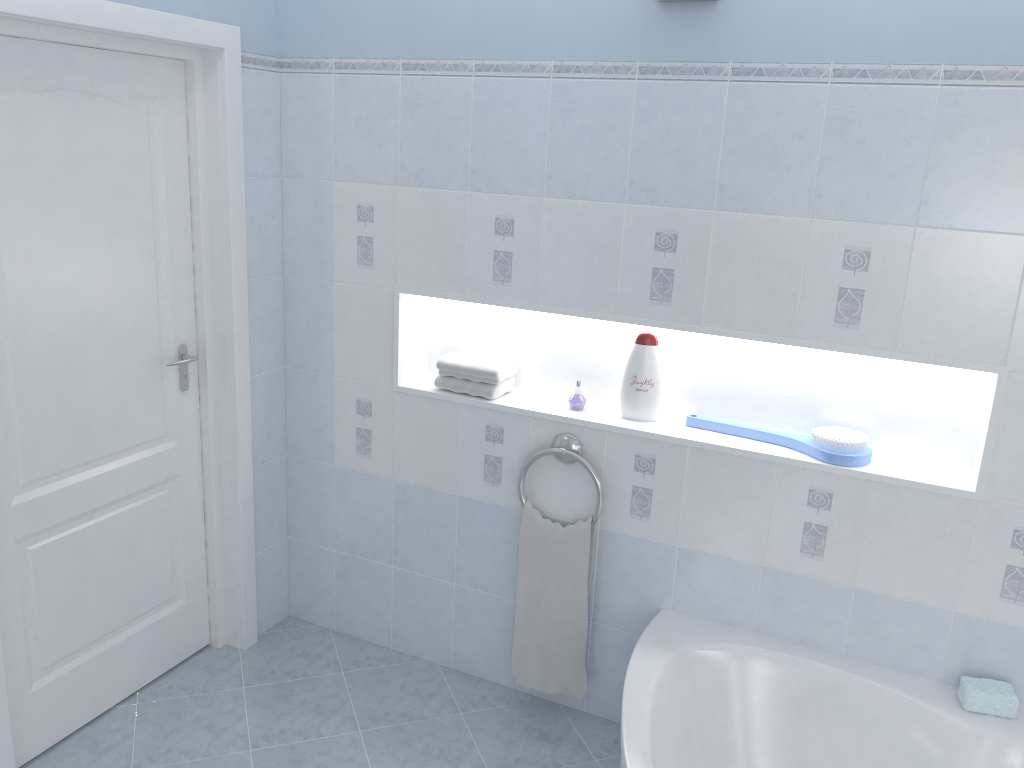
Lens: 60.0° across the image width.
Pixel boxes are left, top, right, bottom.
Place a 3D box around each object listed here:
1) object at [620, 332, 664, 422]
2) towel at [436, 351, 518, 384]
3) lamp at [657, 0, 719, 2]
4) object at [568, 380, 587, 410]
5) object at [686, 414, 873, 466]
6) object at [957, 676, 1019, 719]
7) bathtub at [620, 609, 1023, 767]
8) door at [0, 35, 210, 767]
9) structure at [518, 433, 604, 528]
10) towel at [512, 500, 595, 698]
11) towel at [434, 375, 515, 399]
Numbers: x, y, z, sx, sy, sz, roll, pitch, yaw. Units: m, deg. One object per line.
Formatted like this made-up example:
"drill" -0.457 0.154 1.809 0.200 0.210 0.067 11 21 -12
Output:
"object" 0.404 -0.022 2.727 0.134 0.276 0.063 6 16 12
"towel" -0.114 -0.056 2.954 0.232 0.062 0.163 10 17 26
"lamp" 0.422 -1.060 2.218 0.180 0.180 0.216 10 17 24
"object" 0.209 0.034 2.821 0.059 0.094 0.059 8 16 18
"object" 0.787 0.135 2.612 0.534 0.065 0.172 15 19 37
"object" 1.249 0.821 2.328 0.128 0.059 0.081 6 15 11
"bathtub" 0.836 1.112 1.807 1.578 0.670 1.596 10 17 24
"door" -1.211 0.062 2.606 0.098 2.011 0.823 10 17 24
"structure" 0.156 0.318 2.779 0.291 0.332 0.051 10 17 24
"towel" 0.130 0.698 2.849 0.280 0.634 0.101 9 16 21
"towel" -0.127 -0.007 2.970 0.232 0.060 0.162 10 17 26
